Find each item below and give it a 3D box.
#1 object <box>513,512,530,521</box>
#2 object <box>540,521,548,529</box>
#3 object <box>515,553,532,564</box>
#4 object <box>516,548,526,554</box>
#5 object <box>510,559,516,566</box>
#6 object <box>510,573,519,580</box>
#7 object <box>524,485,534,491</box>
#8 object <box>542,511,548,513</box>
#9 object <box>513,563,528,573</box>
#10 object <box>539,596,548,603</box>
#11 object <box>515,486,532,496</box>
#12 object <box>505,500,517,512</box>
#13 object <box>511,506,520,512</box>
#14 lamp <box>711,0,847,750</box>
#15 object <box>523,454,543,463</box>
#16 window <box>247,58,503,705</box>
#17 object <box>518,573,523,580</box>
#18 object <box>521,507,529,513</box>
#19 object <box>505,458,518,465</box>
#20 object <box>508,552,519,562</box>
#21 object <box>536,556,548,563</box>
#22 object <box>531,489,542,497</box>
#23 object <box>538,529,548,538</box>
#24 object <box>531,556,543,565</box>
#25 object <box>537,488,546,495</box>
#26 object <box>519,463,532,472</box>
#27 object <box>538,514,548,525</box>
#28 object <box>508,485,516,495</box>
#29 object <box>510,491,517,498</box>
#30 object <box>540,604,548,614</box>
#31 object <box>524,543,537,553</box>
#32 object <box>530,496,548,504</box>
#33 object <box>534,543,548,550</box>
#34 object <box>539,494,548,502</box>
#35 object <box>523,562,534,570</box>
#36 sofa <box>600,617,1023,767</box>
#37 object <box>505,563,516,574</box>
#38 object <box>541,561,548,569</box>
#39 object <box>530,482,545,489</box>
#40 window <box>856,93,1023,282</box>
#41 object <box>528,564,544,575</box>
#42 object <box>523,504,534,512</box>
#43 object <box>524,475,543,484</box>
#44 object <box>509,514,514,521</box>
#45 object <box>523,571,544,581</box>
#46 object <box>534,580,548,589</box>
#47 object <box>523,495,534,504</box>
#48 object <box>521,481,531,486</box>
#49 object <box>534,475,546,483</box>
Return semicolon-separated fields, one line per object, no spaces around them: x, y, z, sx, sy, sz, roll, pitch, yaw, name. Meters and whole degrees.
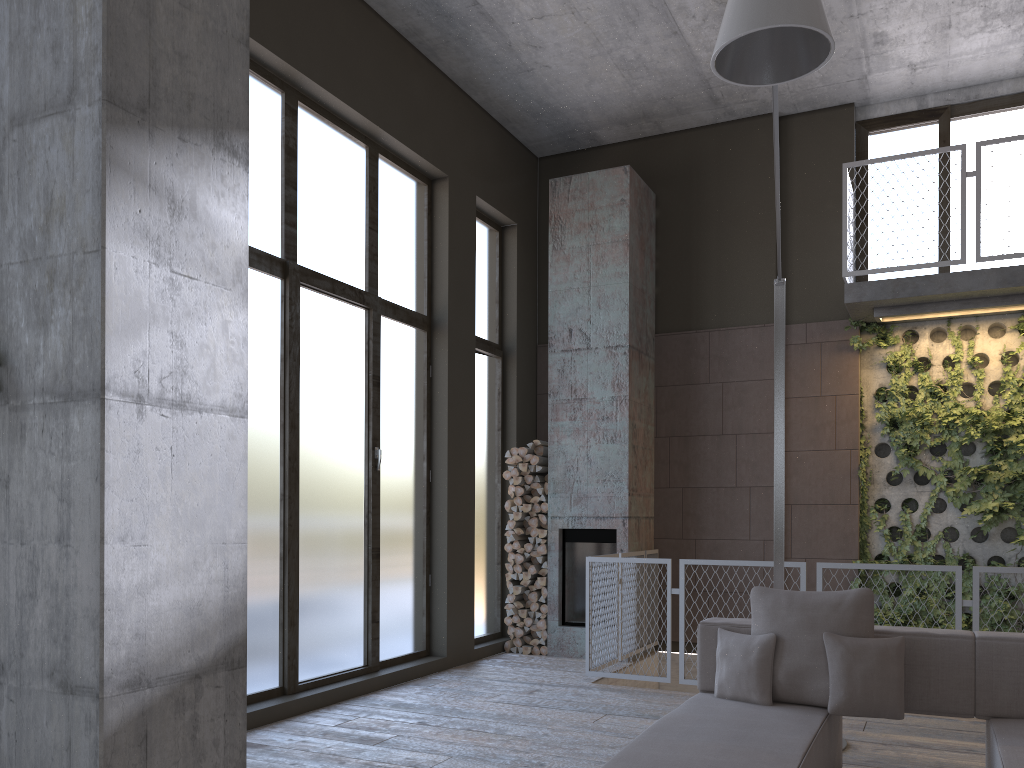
0.154;1.302;8.630;0.093;0.083;0.484;-2;-9;25;object
0.377;1.380;8.606;0.101;0.086;0.366;-2;-8;25;object
0.135;1.708;8.611;0.098;0.106;0.296;-2;-8;27;object
0.153;1.636;8.637;0.089;0.056;0.335;-3;-9;25;object
0.049;1.746;8.609;0.045;0.072;0.253;-1;-8;25;object
0.104;1.898;8.701;0.067;0.066;0.426;-2;-9;25;object
0.221;1.019;8.634;0.064;0.074;0.362;-1;-8;24;object
0.390;1.208;8.538;0.101;0.102;0.295;-2;-8;27;object
0.146;1.818;8.688;0.092;0.092;0.441;-2;-8;25;object
0.375;2.085;8.573;0.071;0.072;0.426;-2;-8;25;object
0.137;1.052;8.612;0.098;0.106;0.296;-2;-8;27;object
0.032;1.213;8.698;0.064;0.124;0.367;-1;-7;24;object
0.106;1.242;8.702;0.067;0.066;0.426;-2;-9;25;object
1.371;0.262;4.300;0.756;3.405;2.646;0;-3;14;lamp
0.228;0.739;8.572;0.104;0.083;0.366;-2;-8;25;object
-2.079;-0.151;4.735;0.209;4.134;9.288;0;-7;24;window
0.177;1.895;8.666;0.067;0.067;0.426;-2;-9;25;object
0.224;1.228;8.623;0.115;0.079;0.439;-3;-9;25;object
0.068;0.777;8.703;0.122;0.068;0.367;-3;-9;27;object
0.069;1.710;8.693;0.101;0.102;0.295;-2;-8;27;object
0.346;1.720;8.580;0.067;0.084;0.429;-1;-8;23;object
0.298;1.089;8.684;0.104;0.101;0.294;-2;-8;25;object
0.393;1.458;8.560;0.093;0.083;0.484;-2;-9;25;object
0.295;1.745;8.683;0.104;0.101;0.294;-2;-8;25;object
0.348;1.064;8.581;0.067;0.084;0.429;-1;-8;23;object
0.209;0.832;8.619;0.094;0.082;0.484;-2;-9;25;object
0.367;1.322;8.535;0.088;0.107;0.368;-1;-8;25;object
0.072;1.054;8.694;0.101;0.102;0.295;-2;-8;27;object
0.051;1.090;8.610;0.045;0.072;0.253;-1;-8;25;object
0.403;2.180;8.569;0.092;0.091;0.441;-2;-8;25;object
0.249;1.602;8.612;0.091;0.088;0.459;-2;-8;24;object
0.317;1.150;8.625;0.115;0.079;0.439;-3;-9;25;object
0.325;1.592;8.608;0.067;0.070;0.427;-2;-8;25;object
0.378;1.118;8.574;0.071;0.072;0.426;-2;-8;25;object
0.228;1.801;8.678;0.101;0.086;0.366;-2;-8;25;object
1.766;1.332;2.738;3.003;0.780;3.038;-4;-9;26;sofa
0.047;1.824;8.689;0.088;0.107;0.368;-1;-8;25;object
0.395;1.748;8.556;0.067;0.084;0.429;-1;-8;23;object
0.311;0.999;8.586;0.122;0.067;0.367;-3;-9;27;object
4.809;-1.660;7.386;3.572;1.741;0.110;-3;-2;26;window
0.295;1.808;8.586;0.091;0.088;0.459;-2;-8;27;object
0.246;1.224;8.632;0.093;0.083;0.484;-2;-9;25;object
0.251;0.947;8.613;0.091;0.088;0.459;-2;-8;24;object
0.086;1.317;8.665;0.067;0.067;0.426;-2;-9;25;object
0.244;1.880;8.631;0.093;0.083;0.484;-2;-9;25;object
0.347;1.950;8.602;0.091;0.088;0.459;-2;-8;25;object
0.230;1.146;8.679;0.101;0.086;0.366;-2;-8;25;object
0.156;0.981;8.638;0.089;0.056;0.335;-3;-9;25;object
0.327;0.937;8.609;0.067;0.070;0.427;-2;-8;25;object
